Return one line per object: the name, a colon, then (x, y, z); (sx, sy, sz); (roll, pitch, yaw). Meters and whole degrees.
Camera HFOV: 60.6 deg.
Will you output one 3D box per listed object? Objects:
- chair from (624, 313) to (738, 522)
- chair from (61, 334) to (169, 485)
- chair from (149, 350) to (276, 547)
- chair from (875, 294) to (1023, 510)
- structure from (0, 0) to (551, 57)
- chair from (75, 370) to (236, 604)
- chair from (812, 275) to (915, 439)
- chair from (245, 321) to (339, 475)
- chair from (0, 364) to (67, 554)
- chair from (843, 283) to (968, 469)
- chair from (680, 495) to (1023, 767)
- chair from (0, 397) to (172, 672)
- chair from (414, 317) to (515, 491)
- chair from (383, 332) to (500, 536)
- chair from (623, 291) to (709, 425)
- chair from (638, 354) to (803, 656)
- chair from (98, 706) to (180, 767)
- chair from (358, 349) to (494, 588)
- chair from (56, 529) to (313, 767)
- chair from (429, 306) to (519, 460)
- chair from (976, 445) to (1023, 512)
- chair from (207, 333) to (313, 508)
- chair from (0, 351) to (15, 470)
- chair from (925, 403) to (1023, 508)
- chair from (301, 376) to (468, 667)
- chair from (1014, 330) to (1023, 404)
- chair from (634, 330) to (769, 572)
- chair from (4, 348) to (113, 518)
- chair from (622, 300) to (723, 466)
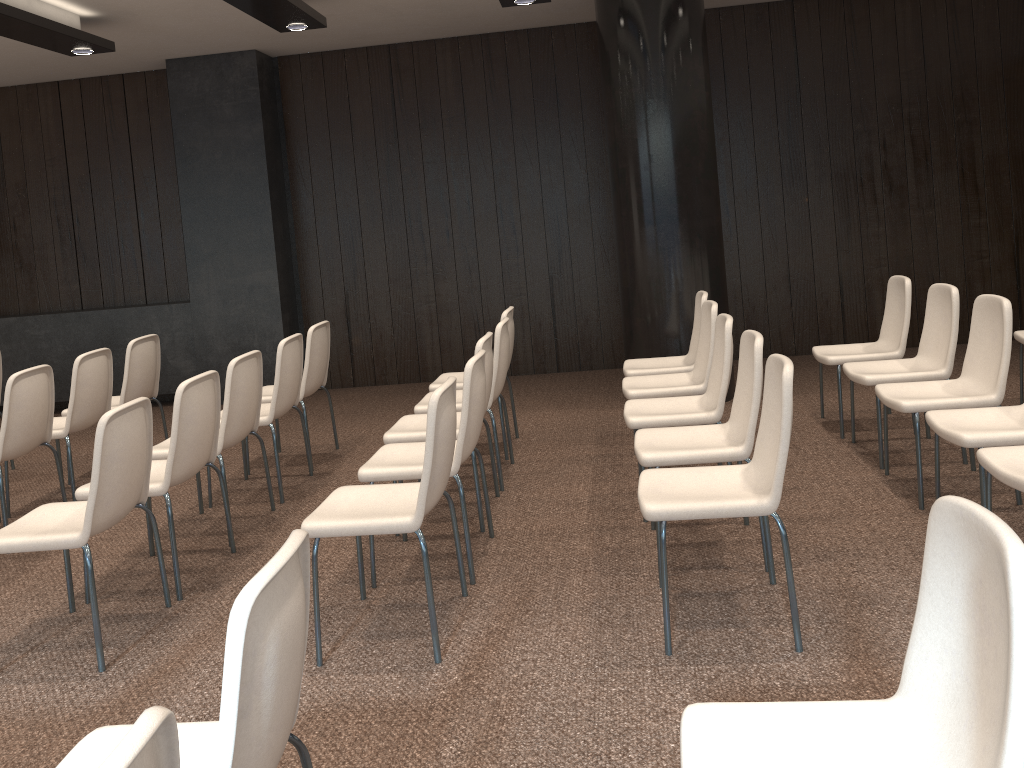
chair: (0.824, 0.129, 4.275); (0.557, 0.893, 0.538); (-5, 4, 7)
chair: (-2.642, 0.139, 5.857); (0.557, 0.893, 0.538); (-4, 4, 8)
chair: (-1.553, 0.301, 4.492); (0.557, 0.893, 0.538); (-4, 4, 8)
chair: (2.037, 0.049, 4.122); (0.557, 0.893, 0.538); (-5, 4, 8)
structure: (-3.463, -1.732, 2.402); (13.125, 0.228, 8.207); (-4, 11, 6)
chair: (-1.580, 0.415, 3.903); (0.557, 0.893, 0.538); (-4, 4, 8)
chair: (2.142, -0.191, 5.338); (0.557, 0.893, 0.538); (-5, 4, 8)
chair: (-1.447, 0.060, 5.710); (0.557, 0.893, 0.538); (-5, 4, 8)
chair: (-2.749, 0.374, 4.672); (0.557, 0.893, 0.538); (-5, 4, 6)
chair: (2.109, -0.073, 4.730); (0.557, 0.893, 0.538); (-5, 4, 7)
chair: (0.572, 0.679, 1.495); (0.557, 0.893, 0.538); (-5, 4, 8)
chair: (-1.656, 0.530, 3.333); (0.557, 0.893, 0.538); (-5, 4, 5)
chair: (-0.256, 0.093, 4.974); (0.557, 0.893, 0.538); (-5, 4, 7)
chair: (-0.338, 0.212, 4.384); (0.557, 0.893, 0.538); (-5, 4, 8)
chair: (0.972, -0.111, 5.468); (0.557, 0.893, 0.538); (-5, 4, 7)
chair: (0.718, 0.370, 3.056); (0.557, 0.893, 0.538); (-4, 4, 8)
chair: (-0.666, 0.883, 1.002); (0.557, 0.893, 0.538); (-5, 4, 6)
chair: (-0.357, 0.325, 3.800); (0.557, 0.893, 0.538); (-4, 4, 8)
chair: (-0.633, 0.764, 1.616); (0.557, 0.893, 0.538); (-5, 4, 5)
chair: (-0.229, -0.023, 5.574); (0.557, 0.893, 0.538); (-4, 4, 8)
chair: (1.933, 0.279, 2.962); (0.557, 0.893, 0.537); (-5, 4, 4)
chair: (-1.480, 0.178, 5.103); (0.557, 0.893, 0.538); (-5, 4, 6)
chair: (-3.781, 0.224, 5.951); (0.557, 0.893, 0.538); (-5, 4, 5)
chair: (2.010, 0.164, 3.533); (0.557, 0.893, 0.538); (-5, 4, 8)
chair: (-0.447, 0.448, 3.192); (0.557, 0.893, 0.538); (-5, 4, 8)
chair: (3.366, -0.282, 5.241); (0.557, 0.893, 0.538); (-4, 4, 8)
chair: (0.791, 0.248, 3.665); (0.557, 0.893, 0.538); (-5, 4, 7)
chair: (-2.689, 0.259, 5.250); (0.557, 0.893, 0.538); (-5, 4, 7)
chair: (0.896, 0.005, 4.896); (0.557, 0.893, 0.538); (-5, 4, 5)
